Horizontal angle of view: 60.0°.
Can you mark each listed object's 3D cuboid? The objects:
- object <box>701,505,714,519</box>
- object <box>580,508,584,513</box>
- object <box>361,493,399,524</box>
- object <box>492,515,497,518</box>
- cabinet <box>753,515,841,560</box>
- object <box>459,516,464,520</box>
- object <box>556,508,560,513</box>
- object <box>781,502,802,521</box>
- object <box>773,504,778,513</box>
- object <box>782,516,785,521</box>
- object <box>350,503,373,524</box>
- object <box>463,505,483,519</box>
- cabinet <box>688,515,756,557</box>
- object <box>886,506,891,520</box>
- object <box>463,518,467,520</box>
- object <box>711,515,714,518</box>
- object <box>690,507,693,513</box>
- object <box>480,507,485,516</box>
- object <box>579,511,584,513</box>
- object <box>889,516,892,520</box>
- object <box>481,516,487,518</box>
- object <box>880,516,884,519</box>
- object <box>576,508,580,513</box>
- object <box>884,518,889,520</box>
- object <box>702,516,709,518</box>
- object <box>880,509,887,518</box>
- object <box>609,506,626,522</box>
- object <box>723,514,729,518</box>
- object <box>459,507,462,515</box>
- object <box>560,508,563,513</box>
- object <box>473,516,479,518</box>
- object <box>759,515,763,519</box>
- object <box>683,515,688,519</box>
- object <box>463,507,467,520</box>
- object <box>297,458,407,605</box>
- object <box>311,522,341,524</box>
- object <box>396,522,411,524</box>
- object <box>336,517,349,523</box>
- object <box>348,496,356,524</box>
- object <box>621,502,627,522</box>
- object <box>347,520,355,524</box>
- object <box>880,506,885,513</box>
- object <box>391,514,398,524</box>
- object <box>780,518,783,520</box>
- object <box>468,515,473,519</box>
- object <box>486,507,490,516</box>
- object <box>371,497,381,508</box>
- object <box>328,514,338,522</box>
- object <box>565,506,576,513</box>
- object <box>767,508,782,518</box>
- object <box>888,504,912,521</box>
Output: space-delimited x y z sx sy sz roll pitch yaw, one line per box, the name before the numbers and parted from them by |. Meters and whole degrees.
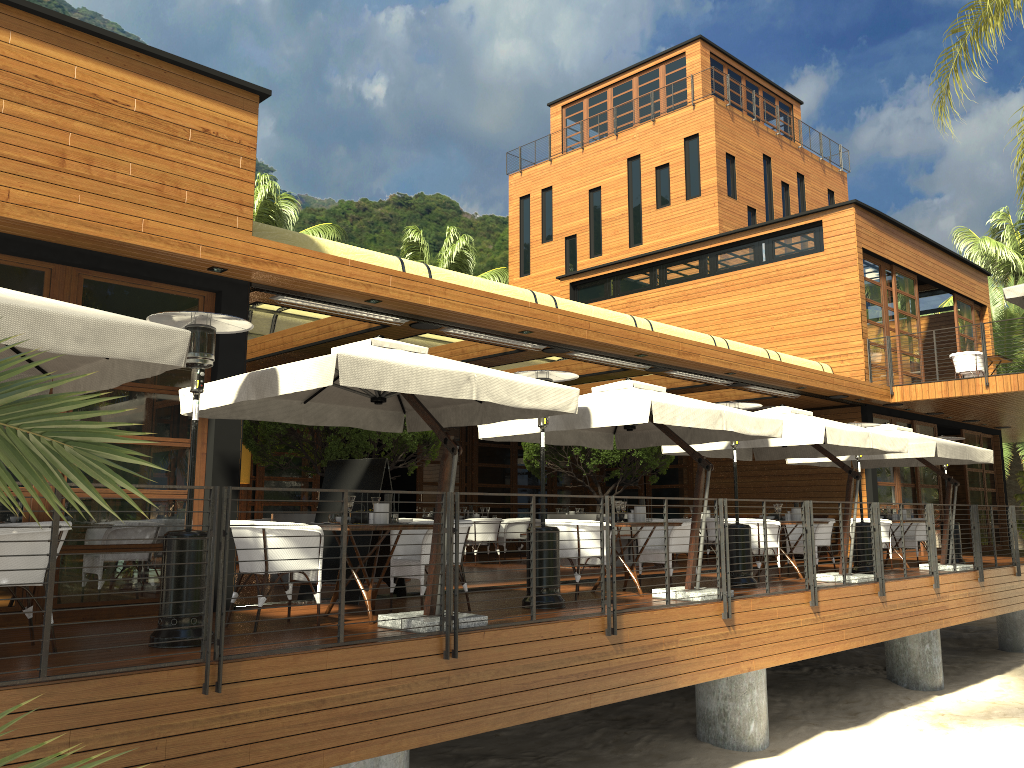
object | 3.562 2.370 16.324 0.263 0.265 0.262 0 -9 2
object | 1.456 2.688 18.362 0.082 0.227 0.082 1 -9 -6
object | -1.067 1.011 7.199 0.263 0.265 0.262 0 -9 1
object | -0.309 2.401 15.938 0.086 0.086 0.086 -4 -10 23
cabinet | 5.659 3.027 17.560 0.556 0.840 1.608 9 -12 -44
object | -0.923 2.408 15.907 0.116 0.065 0.115 4 -9 -23
object | 0.932 2.645 18.072 0.082 0.227 0.082 1 -9 -6
object | 3.764 1.703 11.846 0.263 0.265 0.262 0 -9 1
object | 3.661 1.779 12.260 0.082 0.227 0.082 9 -13 -43
object | 3.746 1.841 12.099 0.116 0.065 0.116 -8 -12 44
object | -1.276 1.083 7.402 0.167 0.179 0.163 -9 -12 43
object | -0.707 2.322 16.008 0.263 0.265 0.263 5 -10 -27
cabinet | 4.526 3.198 18.706 0.556 0.840 1.608 9 -12 -44
object | 5.982 2.050 14.075 0.082 0.227 0.082 9 -13 -43
object | -0.845 2.409 15.834 0.080 0.042 0.080 -1 -9 7
object | 3.724 2.491 16.540 0.086 0.086 0.086 8 -12 -42
object | 3.285 2.360 16.160 0.082 0.227 0.082 -1 -9 8
object | -0.542 2.378 16.278 0.082 0.227 0.082 6 -11 -32
object | 1.465 2.734 18.491 0.168 0.179 0.162 -1 -9 7
object | 6.190 2.191 14.450 0.116 0.065 0.115 -4 -10 27
object | -0.507 2.425 16.026 0.116 0.065 0.115 4 -9 -23
object | 5.898 2.155 14.208 0.116 0.065 0.115 -4 -10 27
object | 1.330 2.628 17.959 0.082 0.227 0.082 0 -9 -1
object | 5.969 2.156 14.136 0.080 0.042 0.080 -2 -9 14
object | 3.505 2.432 16.068 0.116 0.065 0.116 -5 -10 28
object | 5.999 2.126 14.405 0.167 0.179 0.163 8 -12 -42
object | 1.143 1.430 9.733 0.167 0.179 0.163 8 -12 -42
object | 3.835 2.371 16.049 0.163 0.179 0.167 -1 -9 5
object | -0.956 2.362 16.174 0.082 0.227 0.082 5 -10 -26
object | 1.032 2.706 18.481 0.082 0.227 0.082 0 -9 -1
object | -0.642 2.391 15.798 0.116 0.065 0.115 0 -9 0
object | 3.365 1.804 11.925 0.086 0.086 0.086 7 -12 -39
object | 3.240 2.492 16.546 0.086 0.086 0.086 6 -11 -33
object | -0.839 2.300 15.756 0.082 0.227 0.082 6 -11 -32
object | -1.580 1.456 8.938 0.768 1.401 0.770 -5 -11 30
object | -1.456 1.111 7.063 0.170 0.025 0.294 8 -12 -44
object | -1.006 1.190 7.590 0.170 0.025 0.294 8 -12 -44
object | -1.377 1.113 7.209 0.116 0.065 0.116 7 -11 -40
object | -1.293 1.008 7.076 0.082 0.227 0.082 9 -13 -43
object | 1.249 1.434 9.940 0.082 0.227 0.082 -6 -11 34
object | -1.306 1.114 7.137 0.080 0.042 0.080 -6 -11 37
object | 6.105 2.130 14.611 0.082 0.227 0.082 9 -13 -43
object | -0.994 1.128 7.390 0.086 0.086 0.086 7 -12 -39
object | 3.676 1.862 12.166 0.080 0.042 0.080 -1 -9 7
object | -0.737 2.368 15.715 0.086 0.086 0.086 -3 -9 18
object | -0.433 2.319 15.884 0.082 0.227 0.082 5 -10 -26
object | -1.170 1.087 7.612 0.082 0.227 0.082 9 -13 -43
object | -1.466 1.112 7.277 0.086 0.086 0.086 7 -12 -39
object | 1.180 2.655 18.242 0.263 0.265 0.263 -1 -9 4
object | 3.555 1.776 12.053 0.167 0.179 0.163 8 -12 -42
object | 6.208 2.053 14.198 0.263 0.265 0.262 0 -9 1
